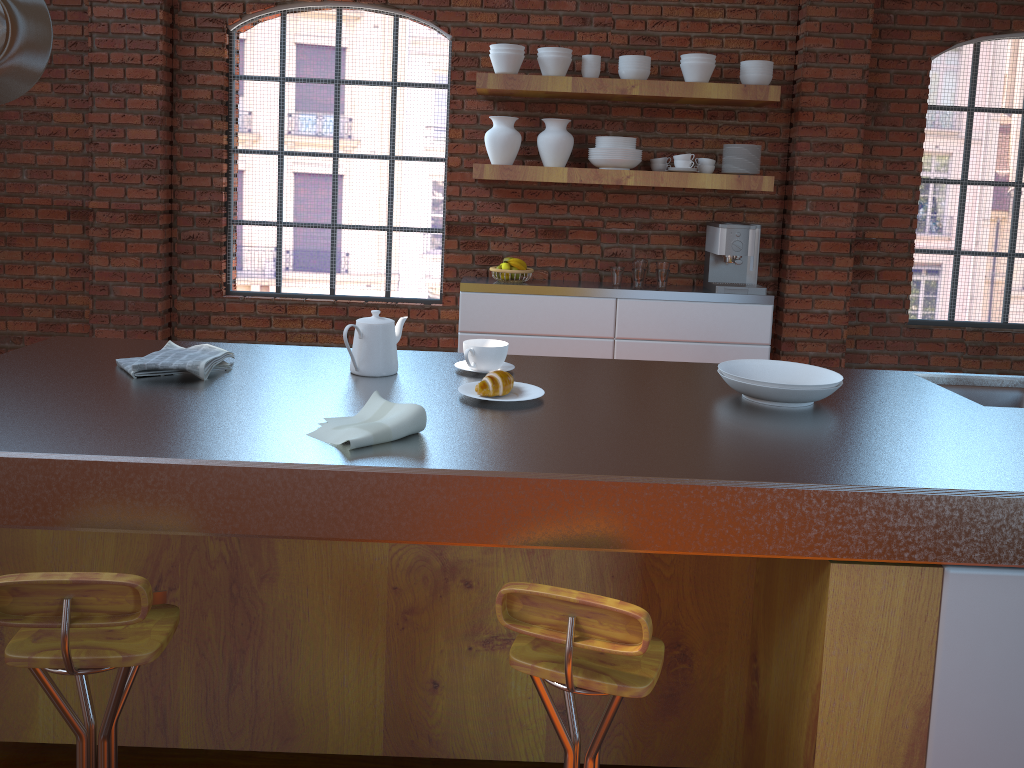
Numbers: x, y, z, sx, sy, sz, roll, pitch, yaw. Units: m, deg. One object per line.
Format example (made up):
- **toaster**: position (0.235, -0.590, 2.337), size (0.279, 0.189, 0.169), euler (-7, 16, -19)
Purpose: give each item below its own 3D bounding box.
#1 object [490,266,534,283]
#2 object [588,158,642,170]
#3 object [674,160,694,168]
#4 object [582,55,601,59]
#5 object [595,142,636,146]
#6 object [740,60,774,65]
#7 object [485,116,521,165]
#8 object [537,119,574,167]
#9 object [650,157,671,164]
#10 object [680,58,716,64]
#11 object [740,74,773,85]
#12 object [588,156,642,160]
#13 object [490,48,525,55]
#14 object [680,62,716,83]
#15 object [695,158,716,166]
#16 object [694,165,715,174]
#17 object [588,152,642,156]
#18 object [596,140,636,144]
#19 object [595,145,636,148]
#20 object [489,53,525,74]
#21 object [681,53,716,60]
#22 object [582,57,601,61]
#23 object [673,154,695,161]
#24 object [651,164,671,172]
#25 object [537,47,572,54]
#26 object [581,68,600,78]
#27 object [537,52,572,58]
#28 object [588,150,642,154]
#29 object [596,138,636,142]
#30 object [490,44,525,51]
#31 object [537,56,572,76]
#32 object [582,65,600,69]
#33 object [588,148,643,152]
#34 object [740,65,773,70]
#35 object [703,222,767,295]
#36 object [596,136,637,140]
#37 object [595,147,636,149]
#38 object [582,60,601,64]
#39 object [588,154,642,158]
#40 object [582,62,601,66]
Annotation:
- **object**: position (-0.002, -0.581, 4.693), size (0.237, 0.070, 0.238), euler (-9, 16, -42)
- **object**: position (0.537, -1.148, 4.609), size (0.281, 0.054, 0.287), euler (-1, 13, -17)
- **object**: position (0.888, -1.137, 4.572), size (0.092, 0.046, 0.101), euler (1, 12, -6)
- **object**: position (0.412, -1.674, 4.577), size (0.100, 0.060, 0.099), euler (11, 14, 38)
- **object**: position (0.541, -1.229, 4.601), size (0.213, 0.054, 0.218), euler (1, 12, -9)
- **object**: position (1.266, -1.632, 4.553), size (0.167, 0.060, 0.167), euler (12, 15, 38)
- **object**: position (-0.048, -1.269, 4.608), size (0.194, 0.246, 0.194), euler (9, 11, 38)
- **object**: position (0.227, -1.258, 4.610), size (0.192, 0.246, 0.195), euler (-2, 10, -28)
- **object**: position (0.789, -1.191, 4.725), size (0.092, 0.058, 0.101), euler (-4, 13, -31)
- **object**: position (0.956, -1.614, 4.536), size (0.180, 0.102, 0.184), euler (-4, 13, -30)
- **object**: position (1.263, -1.565, 4.560), size (0.167, 0.060, 0.167), euler (12, 15, 38)
- **object**: position (0.538, -1.159, 4.608), size (0.281, 0.054, 0.287), euler (-1, 13, -17)
- **object**: position (-0.027, -1.647, 4.493), size (0.182, 0.102, 0.182), euler (10, 13, 35)
- **object**: position (0.955, -1.593, 4.538), size (0.180, 0.102, 0.184), euler (-4, 13, -30)
- **object**: position (1.029, -1.169, 4.672), size (0.100, 0.058, 0.093), euler (7, 12, 22)
- **object**: position (1.026, -1.136, 4.670), size (0.099, 0.046, 0.093), euler (10, 14, 33)
- **object**: position (0.539, -1.180, 4.606), size (0.281, 0.054, 0.287), euler (-1, 13, -17)
- **object**: position (0.541, -1.240, 4.600), size (0.213, 0.054, 0.218), euler (1, 12, -9)
- **object**: position (0.540, -1.218, 4.602), size (0.213, 0.054, 0.218), euler (1, 12, -9)
- **object**: position (-0.028, -1.626, 4.495), size (0.182, 0.102, 0.182), euler (10, 13, 35)
- **object**: position (0.957, -1.637, 4.533), size (0.180, 0.102, 0.184), euler (-4, 13, -30)
- **object**: position (0.412, -1.661, 4.578), size (0.100, 0.060, 0.099), euler (11, 14, 38)
- **object**: position (0.884, -1.168, 4.567), size (0.092, 0.058, 0.102), euler (-1, 11, -17)
- **object**: position (0.792, -1.160, 4.732), size (0.092, 0.046, 0.100), euler (-2, 12, -21)
- **object**: position (0.219, -1.667, 4.528), size (0.182, 0.102, 0.182), euler (10, 13, 35)
- **object**: position (0.409, -1.606, 4.584), size (0.100, 0.060, 0.099), euler (11, 14, 38)
- **object**: position (0.218, -1.645, 4.530), size (0.182, 0.102, 0.182), euler (10, 13, 35)
- **object**: position (0.539, -1.189, 4.605), size (0.281, 0.054, 0.287), euler (-1, 13, -17)
- **object**: position (0.542, -1.248, 4.599), size (0.213, 0.054, 0.218), euler (1, 12, -9)
- **object**: position (-0.026, -1.669, 4.491), size (0.182, 0.102, 0.182), euler (10, 13, 35)
- **object**: position (0.217, -1.623, 4.533), size (0.182, 0.102, 0.182), euler (10, 13, 35)
- **object**: position (0.410, -1.623, 4.582), size (0.100, 0.060, 0.099), euler (11, 14, 38)
- **object**: position (0.539, -1.199, 4.604), size (0.281, 0.054, 0.287), euler (-1, 13, -17)
- **object**: position (1.265, -1.607, 4.556), size (0.167, 0.060, 0.167), euler (12, 15, 38)
- **object**: position (1.194, -0.675, 4.667), size (0.270, 0.365, 0.386), euler (2, 9, -1)
- **object**: position (0.542, -1.258, 4.598), size (0.213, 0.054, 0.218), euler (1, 12, -9)
- **object**: position (0.540, -1.208, 4.603), size (0.213, 0.054, 0.218), euler (1, 12, -9)
- **object**: position (0.411, -1.649, 4.579), size (0.100, 0.060, 0.099), euler (11, 14, 38)
- **object**: position (0.538, -1.170, 4.607), size (0.281, 0.054, 0.287), euler (-1, 13, -17)
- **object**: position (0.411, -1.636, 4.581), size (0.100, 0.060, 0.099), euler (11, 14, 38)
